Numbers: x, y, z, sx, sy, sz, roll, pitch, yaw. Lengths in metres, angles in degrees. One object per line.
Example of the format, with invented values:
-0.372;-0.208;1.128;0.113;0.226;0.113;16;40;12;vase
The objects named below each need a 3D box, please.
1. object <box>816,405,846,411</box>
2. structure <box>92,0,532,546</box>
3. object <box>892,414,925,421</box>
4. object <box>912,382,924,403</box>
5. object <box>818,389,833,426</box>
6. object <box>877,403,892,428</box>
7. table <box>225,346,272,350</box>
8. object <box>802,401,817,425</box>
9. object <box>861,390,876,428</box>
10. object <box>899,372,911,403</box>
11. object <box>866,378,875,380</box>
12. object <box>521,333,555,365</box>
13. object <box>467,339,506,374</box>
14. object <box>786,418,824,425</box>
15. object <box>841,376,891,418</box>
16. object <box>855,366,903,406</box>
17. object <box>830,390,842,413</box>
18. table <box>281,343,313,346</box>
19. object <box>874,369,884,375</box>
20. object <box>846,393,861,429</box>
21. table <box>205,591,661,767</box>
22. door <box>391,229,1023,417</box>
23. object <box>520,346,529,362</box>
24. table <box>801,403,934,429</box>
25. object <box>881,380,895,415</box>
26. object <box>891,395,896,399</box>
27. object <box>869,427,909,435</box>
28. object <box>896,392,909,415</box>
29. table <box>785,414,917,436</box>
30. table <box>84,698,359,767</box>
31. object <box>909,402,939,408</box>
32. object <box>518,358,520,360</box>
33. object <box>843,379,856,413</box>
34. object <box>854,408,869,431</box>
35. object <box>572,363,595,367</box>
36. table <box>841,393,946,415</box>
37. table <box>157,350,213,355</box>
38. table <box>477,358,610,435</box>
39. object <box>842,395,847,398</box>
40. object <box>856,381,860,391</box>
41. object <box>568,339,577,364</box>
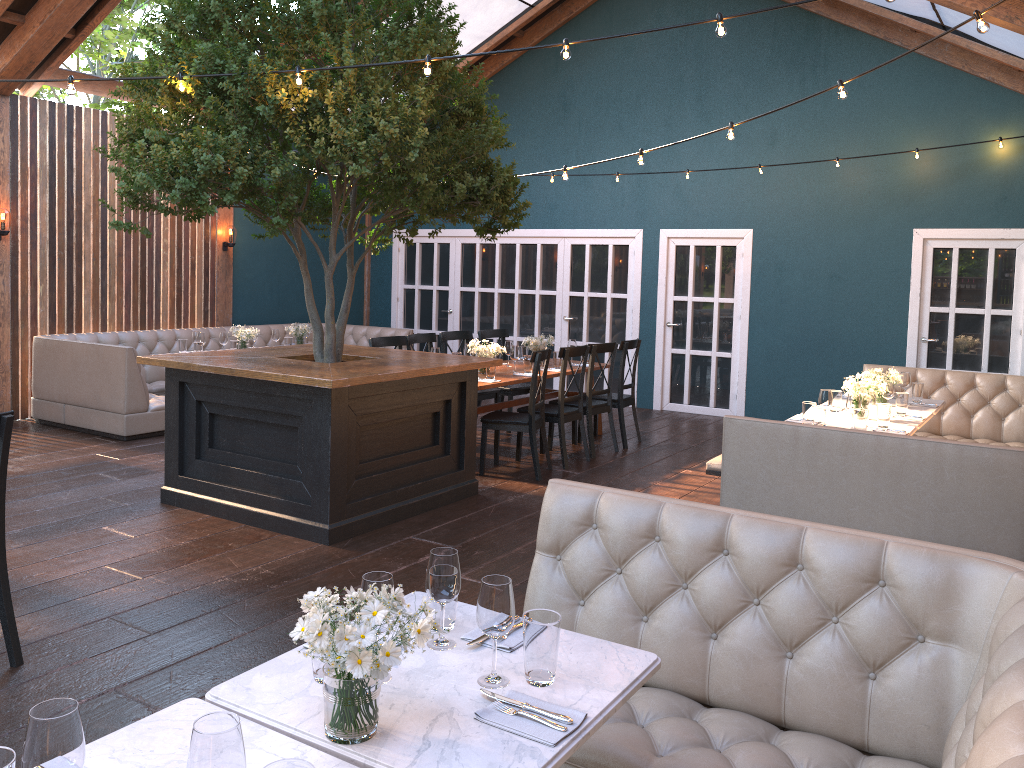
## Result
2.432;0.178;6.708;0.255;0.019;0.158;6;8;32;object
-1.261;-1.028;6.134;2.723;3.681;2.856;6;6;41;structure
2.833;0.232;6.376;0.255;0.019;0.158;6;8;32;object
3.305;0.071;7.210;0.092;0.157;0.092;3;5;18;object
2.079;0.160;5.874;0.092;0.243;0.093;1;4;-10;object
2.478;0.212;5.898;0.092;0.157;0.092;3;5;18;object
-2.758;-0.041;9.960;0.800;0.669;0.801;5;7;32;table
1.969;0.201;5.868;0.092;0.157;0.092;3;5;18;object
2.370;0.167;5.887;0.092;0.243;0.093;1;4;-10;object
3.197;0.026;7.199;0.092;0.243;0.093;1;4;-16;object
2.920;0.018;7.199;0.092;0.243;0.093;1;4;-16;object
0.257;-0.344;8.716;0.330;0.308;0.337;5;6;30;object
-0.236;-0.243;7.807;0.336;0.308;0.330;-3;7;-43;object
2.010;0.251;6.032;0.255;0.019;0.158;6;8;32;object
2.473;0.090;6.263;0.329;0.308;0.338;0;6;-16;object
2.904;0.013;6.974;0.336;0.308;0.331;1;5;-3;object
2.391;0.128;6.543;0.092;0.157;0.092;3;5;18;object
-2.324;-0.115;10.650;0.800;0.669;0.801;5;7;31;table
3.059;-0.003;7.396;0.092;0.243;0.093;1;4;-16;object
2.205;0.184;5.719;0.092;0.243;0.093;1;4;-10;object
-0.166;1.025;2.143;0.800;0.669;0.801;5;7;31;table
1.711;-0.802;10.934;8.193;2.200;0.174;6;5;32;door
0.121;-0.305;8.975;0.092;0.157;0.092;-1;5;-31;object
2.630;0.547;6.579;0.800;0.669;0.801;5;7;32;table
2.770;0.099;6.522;0.092;0.243;0.093;1;4;-10;object
3.208;0.105;7.469;0.158;0.019;0.256;6;8;32;object
2.433;0.300;5.741;0.255;0.019;0.158;6;8;32;object
2.878;0.144;6.533;0.092;0.157;0.092;3;5;18;object
2.195;0.621;5.889;0.800;0.669;0.801;5;7;31;table
-0.601;1.099;1.453;0.800;0.669;0.801;5;7;32;table
3.259;0.159;7.053;0.255;0.019;0.158;6;8;32;object
0.162;-0.255;9.140;0.255;0.019;0.158;6;8;32;object
2.501;0.087;6.549;0.092;0.243;0.093;1;4;-10;object
2.212;0.240;5.613;0.092;0.157;0.092;3;5;18;object
0.682;-0.191;8.759;0.255;0.019;0.158;6;8;32;object
3.065;0.473;7.269;0.800;0.669;0.801;5;7;31;table
-3.193;0.034;9.270;0.800;0.669;0.801;5;7;31;table
-0.025;0.226;8.268;0.952;0.726;2.439;5;8;32;table
2.850;0.108;7.357;0.255;0.019;0.158;6;8;32;object
2.809;0.058;7.193;0.092;0.157;0.092;3;5;18;object
0.606;-0.327;8.926;0.092;0.243;0.093;1;4;-16;object
